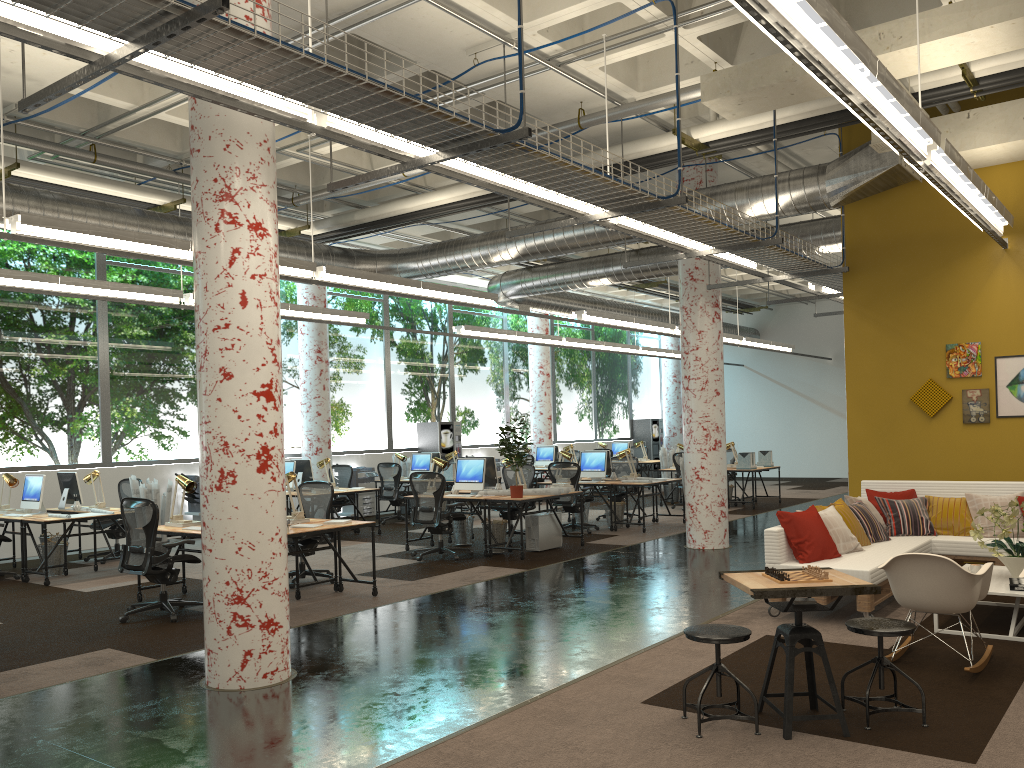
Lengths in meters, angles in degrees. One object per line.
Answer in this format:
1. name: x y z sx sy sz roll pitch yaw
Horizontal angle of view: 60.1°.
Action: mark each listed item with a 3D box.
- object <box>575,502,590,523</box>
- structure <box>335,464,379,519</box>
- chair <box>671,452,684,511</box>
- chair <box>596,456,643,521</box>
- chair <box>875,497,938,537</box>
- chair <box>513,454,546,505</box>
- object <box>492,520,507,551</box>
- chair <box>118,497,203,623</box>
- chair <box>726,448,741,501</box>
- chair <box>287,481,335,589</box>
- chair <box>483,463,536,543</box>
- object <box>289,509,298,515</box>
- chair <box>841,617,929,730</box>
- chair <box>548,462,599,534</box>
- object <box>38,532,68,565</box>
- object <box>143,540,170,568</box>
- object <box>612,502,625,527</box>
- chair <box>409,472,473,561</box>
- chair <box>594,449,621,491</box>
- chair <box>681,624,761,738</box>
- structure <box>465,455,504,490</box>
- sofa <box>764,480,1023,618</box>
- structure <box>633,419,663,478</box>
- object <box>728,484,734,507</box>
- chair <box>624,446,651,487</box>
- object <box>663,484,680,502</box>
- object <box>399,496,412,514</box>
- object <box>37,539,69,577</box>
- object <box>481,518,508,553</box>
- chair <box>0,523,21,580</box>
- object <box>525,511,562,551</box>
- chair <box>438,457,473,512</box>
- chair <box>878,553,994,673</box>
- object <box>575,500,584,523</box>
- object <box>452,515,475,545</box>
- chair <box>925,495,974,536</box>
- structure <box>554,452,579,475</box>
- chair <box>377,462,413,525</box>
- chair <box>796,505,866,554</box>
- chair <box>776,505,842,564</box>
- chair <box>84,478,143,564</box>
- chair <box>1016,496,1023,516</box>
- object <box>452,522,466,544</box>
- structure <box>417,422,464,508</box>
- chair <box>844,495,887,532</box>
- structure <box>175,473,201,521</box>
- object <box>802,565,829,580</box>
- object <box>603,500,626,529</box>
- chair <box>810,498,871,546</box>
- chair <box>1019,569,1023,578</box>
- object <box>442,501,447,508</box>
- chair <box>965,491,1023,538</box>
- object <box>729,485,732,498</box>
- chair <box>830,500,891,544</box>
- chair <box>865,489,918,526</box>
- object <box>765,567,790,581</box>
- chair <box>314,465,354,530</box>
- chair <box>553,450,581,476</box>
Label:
1. object: 1.151 2.106 14.834 0.359 0.435 0.353 -3 -1 33
2. structure: -2.989 2.039 17.069 0.504 1.057 1.057 -2 -1 37
3. chair: 3.376 1.817 16.716 0.771 1.085 0.792 -2 -1 21
4. chair: 1.846 1.779 15.160 0.771 1.085 0.792 -2 -1 21
5. chair: 3.833 1.295 8.596 0.516 0.392 0.358 -2 -1 6
6. chair: 0.340 2.029 19.007 0.771 1.085 0.792 -2 -1 21
7. object: -0.168 1.956 11.443 0.235 0.403 0.119 -2 -1 38
8. chair: -3.194 1.548 8.015 0.771 1.085 0.792 -2 -1 21
9. chair: 4.321 1.872 18.277 0.771 1.085 0.792 -2 -1 21
10. chair: -2.249 1.603 9.576 0.771 1.085 0.792 -2 -1 21
11. chair: 0.012 1.676 12.618 0.771 1.085 0.792 -2 -1 21
12. object: -3.691 2.235 14.567 0.359 0.435 0.353 -3 -1 33
13. chair: 1.944 1.510 4.659 0.346 0.497 0.338 -2 -1 -3
14. chair: 0.900 1.724 13.599 0.771 1.085 0.792 -2 -1 21
15. object: -5.970 2.142 11.546 0.359 0.435 0.353 -3 -1 33
16. object: -4.246 2.065 10.512 0.353 0.398 0.353 -2 -1 -8
17. object: 1.666 2.058 13.984 0.235 0.403 0.119 -2 -1 38
18. chair: -0.934 1.621 11.058 0.771 1.085 0.792 -2 -1 21
19. chair: 2.297 2.109 21.599 0.771 1.085 0.792 -2 -1 21
20. chair: 1.077 1.533 4.614 0.346 0.497 0.338 -2 -1 -3
21. structure: -0.588 2.137 20.250 0.504 1.057 1.057 -2 -1 37
22. sofa: 3.676 1.386 7.611 2.020 0.931 2.855 -4 -3 37
23. structure: 4.094 1.953 26.468 0.638 1.810 0.750 -2 -1 37
24. object: 4.089 2.136 17.041 0.359 0.435 0.353 -3 -1 33
25. chair: 3.242 2.164 23.160 0.771 1.085 0.792 -2 -1 21
26. object: 3.325 2.263 18.437 0.353 0.398 0.353 -2 -1 -8
27. object: -2.111 2.377 17.546 0.353 0.398 0.353 -1 -2 -34
28. object: -5.508 2.080 10.637 0.359 0.435 0.353 -3 -1 33
29. object: -0.220 1.941 11.383 0.359 0.435 0.353 -3 -1 33
30. chair: -6.221 1.760 10.311 0.771 1.085 0.792 -2 -1 21
31. object: 0.423 1.927 11.628 0.221 0.455 0.541 -2 -2 37
32. chair: -1.115 1.986 17.386 0.771 1.085 0.792 -2 -1 21
33. chair: 2.719 1.416 5.678 0.615 0.753 0.793 -3 -2 37
34. object: 1.100 2.117 14.774 0.235 0.403 0.119 -2 -1 38
35. object: -0.683 2.003 12.293 0.359 0.435 0.353 -3 -1 33
36. chair: 4.231 1.279 8.517 0.522 0.381 0.366 -3 -2 33
37. structure: 1.368 2.217 22.843 0.504 1.057 1.057 -2 -1 37
38. chair: -2.060 1.931 15.825 0.771 1.085 0.792 -2 -1 21
39. chair: 2.722 1.262 7.566 0.524 0.401 0.332 0 -2 -34
40. chair: 2.414 1.232 7.234 0.534 0.444 0.302 0 -2 -37
41. chair: -5.276 1.816 11.872 0.771 1.085 0.792 -2 -1 21
42. chair: 4.901 1.221 8.017 0.519 0.395 0.335 -2 -1 15
43. object: -0.734 2.015 12.233 0.235 0.403 0.119 -2 -1 38
44. structure: -1.527 1.723 19.018 0.638 1.810 0.750 -2 -1 37
45. chair: 3.433 1.280 8.575 0.335 0.437 0.545 -3 -2 42
46. structure: -4.937 1.958 14.483 0.504 1.057 1.057 -2 -1 37
47. object: 1.579 0.972 4.615 0.056 0.053 0.251 -2 -3 -3
48. object: 1.614 2.043 13.924 0.359 0.435 0.353 -3 -1 33
49. chair: 2.926 1.255 7.888 0.546 0.438 0.316 0 -2 -41
50. chair: 3.353 1.372 5.199 0.615 0.753 0.793 -3 -2 37
51. object: -1.295 2.265 16.211 0.235 0.403 0.119 -2 -1 38
52. chair: 4.550 1.225 8.263 0.526 0.428 0.312 -2 -1 16
53. object: 4.141 2.151 17.101 0.235 0.403 0.119 -2 -1 38
54. chair: 3.241 1.296 8.204 0.523 0.408 0.341 0 -2 -37
55. chair: 3.850 1.271 8.891 0.534 0.437 0.287 -2 -1 10
56. object: 1.377 0.978 4.605 0.056 0.053 0.250 -2 -3 -3
57. chair: -2.997 1.909 14.892 0.771 1.085 0.792 -2 -1 21
58. chair: 1.286 2.084 20.567 0.771 1.085 0.792 -2 -1 21
